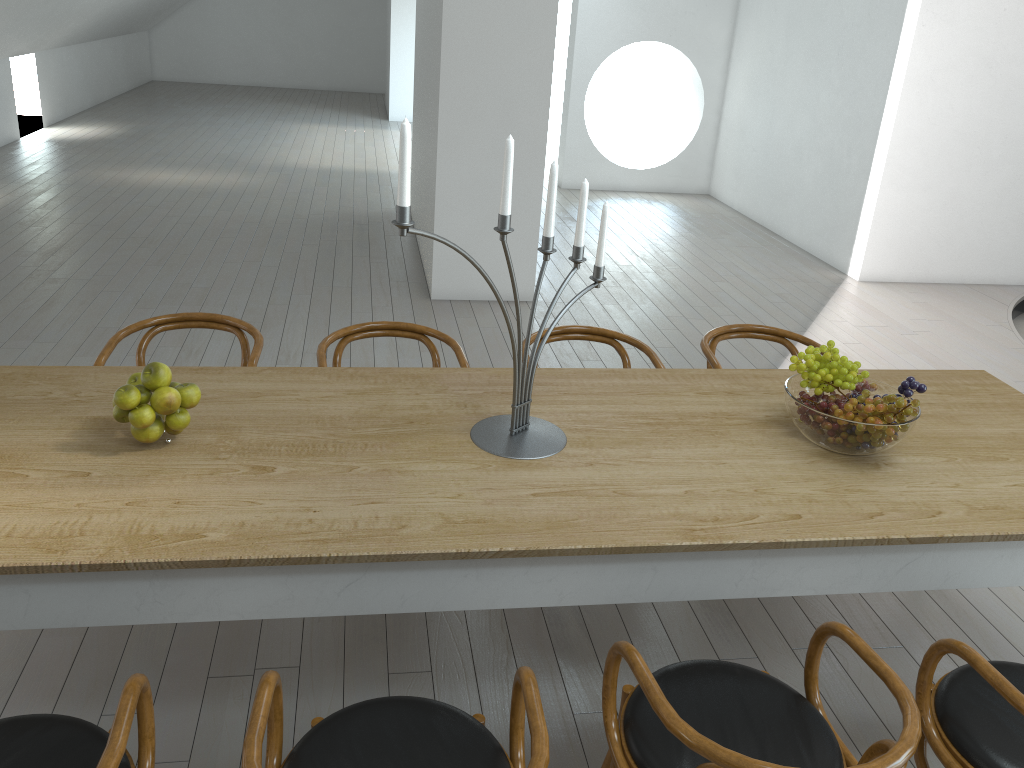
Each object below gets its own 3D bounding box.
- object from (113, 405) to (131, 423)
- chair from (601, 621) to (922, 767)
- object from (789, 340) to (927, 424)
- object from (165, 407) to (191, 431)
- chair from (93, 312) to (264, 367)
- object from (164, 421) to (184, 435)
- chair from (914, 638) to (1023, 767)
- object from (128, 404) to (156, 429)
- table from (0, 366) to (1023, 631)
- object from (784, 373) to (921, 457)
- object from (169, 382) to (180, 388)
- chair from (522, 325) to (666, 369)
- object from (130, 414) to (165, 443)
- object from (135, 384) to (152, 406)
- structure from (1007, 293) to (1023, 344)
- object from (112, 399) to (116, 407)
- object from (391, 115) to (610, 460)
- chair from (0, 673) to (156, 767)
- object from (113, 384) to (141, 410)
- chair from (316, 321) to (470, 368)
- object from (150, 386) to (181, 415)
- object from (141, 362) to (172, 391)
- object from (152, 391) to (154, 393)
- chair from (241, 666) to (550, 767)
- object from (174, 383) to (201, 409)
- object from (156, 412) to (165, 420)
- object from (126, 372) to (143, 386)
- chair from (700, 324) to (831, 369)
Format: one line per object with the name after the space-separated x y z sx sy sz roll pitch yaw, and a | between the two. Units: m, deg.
-0.951 0.070 2.175 0.053 0.052 0.052 -3 24 -18 | object
0.481 0.873 1.903 0.527 0.727 0.628 -1 23 -13 | chair
0.947 0.038 2.482 0.293 0.281 0.396 -18 31 -42 | object
-0.832 0.087 2.209 0.059 0.055 0.060 -2 24 -15 | object
-1.167 0.186 3.201 0.527 0.727 0.628 1 23 -7 | chair
-0.860 0.106 2.259 0.051 0.050 0.050 2 23 -7 | object
1.204 0.898 1.974 0.527 0.727 0.628 0 23 -10 | chair
-0.898 0.079 2.153 0.062 0.059 0.062 2 23 -6 | object
0.094 0.517 2.570 3.348 0.791 1.029 0 23 -10 | table
0.933 0.106 2.479 0.360 0.158 0.363 -9 26 -28 | object
-0.875 0.031 2.288 0.071 0.071 0.071 -17 31 -42 | object
0.275 0.222 3.376 0.527 0.727 0.628 0 23 -10 | chair
-0.907 0.108 2.208 0.080 0.073 0.079 19 27 31 | object
-0.919 0.028 2.194 0.053 0.050 0.053 -13 29 -36 | object
5.660 0.417 5.669 4.729 0.686 4.738 19 27 31 | structure
-0.961 0.045 2.225 0.077 0.076 0.077 -16 30 -40 | object
-0.010 -0.242 2.222 0.777 0.866 0.267 -12 27 -34 | object
-0.940 0.892 1.605 0.527 0.727 0.628 -1 23 -13 | chair
-0.929 0.033 2.141 0.062 0.059 0.063 0 23 -9 | object
-0.444 0.215 3.264 0.527 0.727 0.628 -2 23 -14 | chair
-0.849 0.041 2.175 0.073 0.070 0.066 -14 29 -38 | object
-0.878 -0.019 2.191 0.072 0.073 0.073 0 23 -10 | object
-0.897 -0.004 2.252 0.053 0.056 0.058 6 23 3 | object
-0.227 0.896 1.722 0.527 0.727 0.628 1 23 -7 | chair
-0.825 0.031 2.246 0.072 0.063 0.071 -3 24 -16 | object
-0.926 0.085 2.277 0.064 0.063 0.064 5 23 0 | object
-0.953 0.002 2.270 0.063 0.063 0.062 23 29 38 | object
0.984 0.206 3.540 0.527 0.727 0.628 2 23 -7 | chair
